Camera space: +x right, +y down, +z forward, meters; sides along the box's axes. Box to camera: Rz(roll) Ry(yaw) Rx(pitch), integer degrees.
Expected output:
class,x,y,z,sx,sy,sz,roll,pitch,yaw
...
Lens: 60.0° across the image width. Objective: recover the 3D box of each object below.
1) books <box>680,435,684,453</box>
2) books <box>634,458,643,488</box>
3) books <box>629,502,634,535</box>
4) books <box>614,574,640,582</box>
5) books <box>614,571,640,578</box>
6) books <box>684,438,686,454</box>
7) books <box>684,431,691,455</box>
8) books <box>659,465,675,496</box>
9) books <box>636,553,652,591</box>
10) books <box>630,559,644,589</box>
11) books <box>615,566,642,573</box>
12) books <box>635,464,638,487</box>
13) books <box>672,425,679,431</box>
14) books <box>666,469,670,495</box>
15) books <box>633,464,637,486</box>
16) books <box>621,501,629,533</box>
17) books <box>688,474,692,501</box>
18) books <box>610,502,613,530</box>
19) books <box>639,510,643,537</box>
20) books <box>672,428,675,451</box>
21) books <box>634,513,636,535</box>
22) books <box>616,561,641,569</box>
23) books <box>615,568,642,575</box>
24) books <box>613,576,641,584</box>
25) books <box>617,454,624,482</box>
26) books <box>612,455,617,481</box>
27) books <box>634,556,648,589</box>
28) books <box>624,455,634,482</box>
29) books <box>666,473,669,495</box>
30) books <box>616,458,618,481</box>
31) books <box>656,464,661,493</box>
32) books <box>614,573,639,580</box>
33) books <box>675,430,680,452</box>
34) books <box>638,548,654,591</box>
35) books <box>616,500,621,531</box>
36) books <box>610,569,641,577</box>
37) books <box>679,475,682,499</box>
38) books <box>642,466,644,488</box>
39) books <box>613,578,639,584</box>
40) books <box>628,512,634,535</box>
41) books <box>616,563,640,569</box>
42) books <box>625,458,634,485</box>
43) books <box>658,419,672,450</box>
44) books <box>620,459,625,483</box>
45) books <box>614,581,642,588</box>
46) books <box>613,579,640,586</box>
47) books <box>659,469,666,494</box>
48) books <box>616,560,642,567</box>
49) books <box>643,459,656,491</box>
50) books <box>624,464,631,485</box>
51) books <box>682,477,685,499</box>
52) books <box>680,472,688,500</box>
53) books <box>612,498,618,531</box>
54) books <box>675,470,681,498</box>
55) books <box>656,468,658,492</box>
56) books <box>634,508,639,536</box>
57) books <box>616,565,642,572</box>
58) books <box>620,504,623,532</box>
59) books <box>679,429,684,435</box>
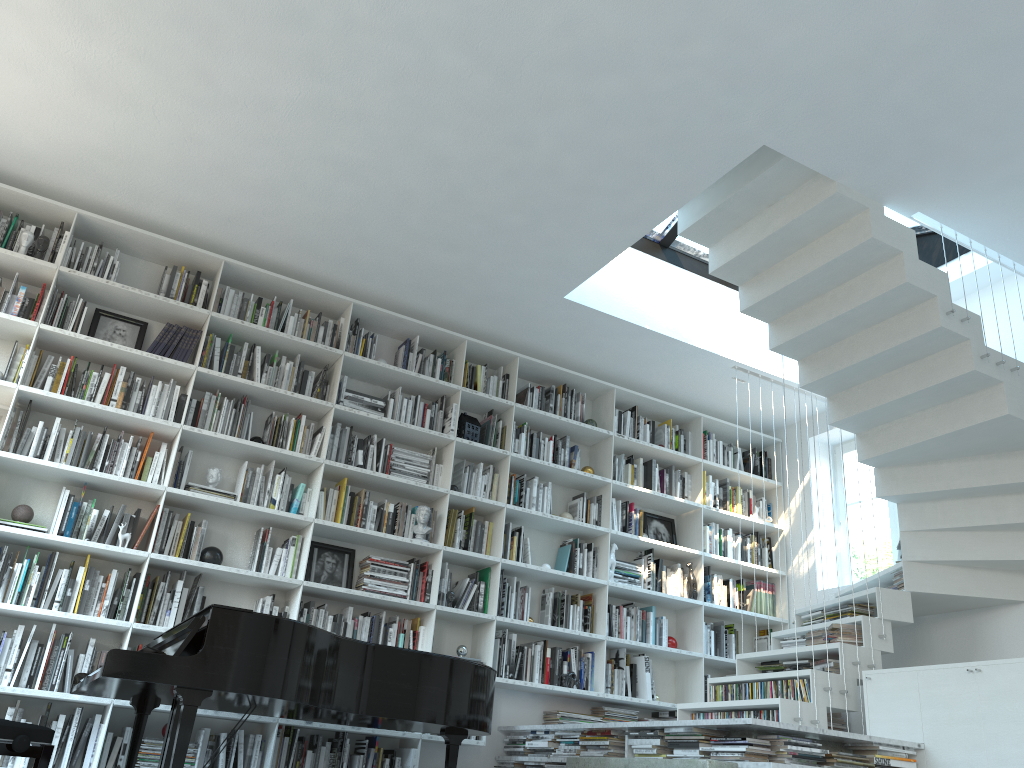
class,x,y,z,sx,sy,sz,roll,pitch,yaw
books,1.300,0.526,7.044,0.029,0.209,0.170,17,-27,-25
books,0.936,0.718,6.748,0.026,0.286,0.156,17,-27,-25
books,0.845,1.034,6.571,0.014,0.283,0.176,17,-27,-25
books,0.770,1.403,6.385,0.254,0.012,0.161,20,-28,-29
books,0.774,1.382,6.396,0.254,0.012,0.161,15,-26,-20
books,1.337,0.548,7.087,0.031,0.210,0.132,17,-27,-25
books,1.374,0.525,7.091,0.026,0.262,0.163,17,-27,-25
books,1.193,0.791,6.864,0.022,0.293,0.181,17,-27,-25
books,0.964,1.401,6.485,0.011,0.298,0.184,17,-27,-25
books,0.907,1.413,6.466,0.012,0.253,0.161,17,-27,-25
books,0.777,1.349,6.410,0.285,0.012,0.160,20,-28,-29
books,0.902,0.742,6.744,0.024,0.235,0.147,17,-27,-25
books,1.277,0.484,7.064,0.020,0.298,0.131,17,-27,-25
books,1.165,0.803,6.859,0.023,0.262,0.156,17,-27,-25
books,0.885,0.735,6.719,0.030,0.223,0.158,17,-27,-25
books,0.805,1.021,6.554,0.012,0.286,0.177,17,-27,-25
books,1.341,0.857,6.943,0.031,0.264,0.170,17,-27,-25
books,0.684,1.003,6.491,0.011,0.246,0.156,17,-27,-25
books,0.911,1.071,6.589,0.026,0.242,0.178,17,-27,-25
books,1.229,0.486,7.018,0.031,0.247,0.165,17,-27,-25
books,0.861,1.074,6.570,0.033,0.212,0.153,17,-27,-25
books,0.777,1.318,6.431,0.285,0.012,0.160,18,-28,-26
books,0.773,1.362,6.411,0.285,0.012,0.160,16,-27,-23
books,0.766,1.416,6.386,0.285,0.012,0.160,18,-28,-26
books,0.775,0.675,6.678,0.052,0.281,0.167,17,-27,-25
books,0.734,0.676,6.655,0.012,0.253,0.161,17,-27,-25
books,0.941,1.414,6.499,0.012,0.283,0.160,17,-27,-25
books,0.870,0.697,6.725,0.011,0.295,0.163,17,-27,-25
books,1.144,0.814,6.832,0.031,0.216,0.166,17,-27,-25
books,0.745,0.687,6.655,0.013,0.235,0.142,17,-27,-25
books,1.081,0.772,6.831,0.048,0.282,0.163,17,-27,-25
books,0.766,1.396,6.399,0.254,0.012,0.161,17,-27,-25
books,1.268,0.502,7.027,0.018,0.234,0.187,17,-27,-25
books,0.976,1.386,6.497,0.010,0.337,0.180,17,-27,-25
books,0.750,1.012,6.542,0.012,0.283,0.160,17,-27,-25
books,0.773,1.372,6.405,0.285,0.012,0.160,19,-28,-27
books,1.262,0.842,6.897,0.030,0.240,0.162,17,-27,-25
books,0.951,0.751,6.756,0.025,0.237,0.143,17,-27,-25
books,0.764,1.427,6.380,0.254,0.012,0.161,16,-27,-23
books,0.836,1.062,6.541,0.013,0.206,0.190,17,-27,-25
books,0.776,1.329,6.426,0.254,0.012,0.161,16,-27,-23
books,0.857,0.706,6.703,0.026,0.260,0.168,17,-27,-25
books,1.210,0.448,7.023,0.007,0.319,0.166,17,-27,-25
books,0.803,0.703,6.695,0.026,0.249,0.131,17,-27,-25
books,0.765,1.447,6.365,0.285,0.012,0.160,15,-26,-20
books,0.765,1.437,6.372,0.254,0.012,0.161,15,-26,-21
books,1.118,0.792,6.815,0.014,0.239,0.190,17,-27,-25
books,0.778,1.308,6.436,0.285,0.012,0.160,16,-27,-23
books,1.003,0.729,6.732,0.032,0.264,0.246,17,-27,-25
books,0.835,0.721,6.678,0.025,0.206,0.176,17,-27,-25
books,1.291,0.859,6.920,0.022,0.233,0.159,17,-27,-25
books,1.316,0.841,6.937,0.026,0.282,0.147,17,-27,-25
books,0.716,0.996,6.520,0.065,0.287,0.146,17,-27,-25
books,1.238,0.816,6.883,0.036,0.271,0.177,17,-27,-25
books,1.044,0.772,6.775,0.030,0.229,0.187,17,-27,-25
books,0.886,1.063,6.589,0.021,0.252,0.167,17,-27,-25
books,0.775,1.340,6.421,0.285,0.012,0.160,16,-27,-23
books,0.768,1.030,6.558,0.043,0.267,0.131,17,-27,-25
books,1.318,0.508,7.084,0.025,0.278,0.136,17,-27,-25
